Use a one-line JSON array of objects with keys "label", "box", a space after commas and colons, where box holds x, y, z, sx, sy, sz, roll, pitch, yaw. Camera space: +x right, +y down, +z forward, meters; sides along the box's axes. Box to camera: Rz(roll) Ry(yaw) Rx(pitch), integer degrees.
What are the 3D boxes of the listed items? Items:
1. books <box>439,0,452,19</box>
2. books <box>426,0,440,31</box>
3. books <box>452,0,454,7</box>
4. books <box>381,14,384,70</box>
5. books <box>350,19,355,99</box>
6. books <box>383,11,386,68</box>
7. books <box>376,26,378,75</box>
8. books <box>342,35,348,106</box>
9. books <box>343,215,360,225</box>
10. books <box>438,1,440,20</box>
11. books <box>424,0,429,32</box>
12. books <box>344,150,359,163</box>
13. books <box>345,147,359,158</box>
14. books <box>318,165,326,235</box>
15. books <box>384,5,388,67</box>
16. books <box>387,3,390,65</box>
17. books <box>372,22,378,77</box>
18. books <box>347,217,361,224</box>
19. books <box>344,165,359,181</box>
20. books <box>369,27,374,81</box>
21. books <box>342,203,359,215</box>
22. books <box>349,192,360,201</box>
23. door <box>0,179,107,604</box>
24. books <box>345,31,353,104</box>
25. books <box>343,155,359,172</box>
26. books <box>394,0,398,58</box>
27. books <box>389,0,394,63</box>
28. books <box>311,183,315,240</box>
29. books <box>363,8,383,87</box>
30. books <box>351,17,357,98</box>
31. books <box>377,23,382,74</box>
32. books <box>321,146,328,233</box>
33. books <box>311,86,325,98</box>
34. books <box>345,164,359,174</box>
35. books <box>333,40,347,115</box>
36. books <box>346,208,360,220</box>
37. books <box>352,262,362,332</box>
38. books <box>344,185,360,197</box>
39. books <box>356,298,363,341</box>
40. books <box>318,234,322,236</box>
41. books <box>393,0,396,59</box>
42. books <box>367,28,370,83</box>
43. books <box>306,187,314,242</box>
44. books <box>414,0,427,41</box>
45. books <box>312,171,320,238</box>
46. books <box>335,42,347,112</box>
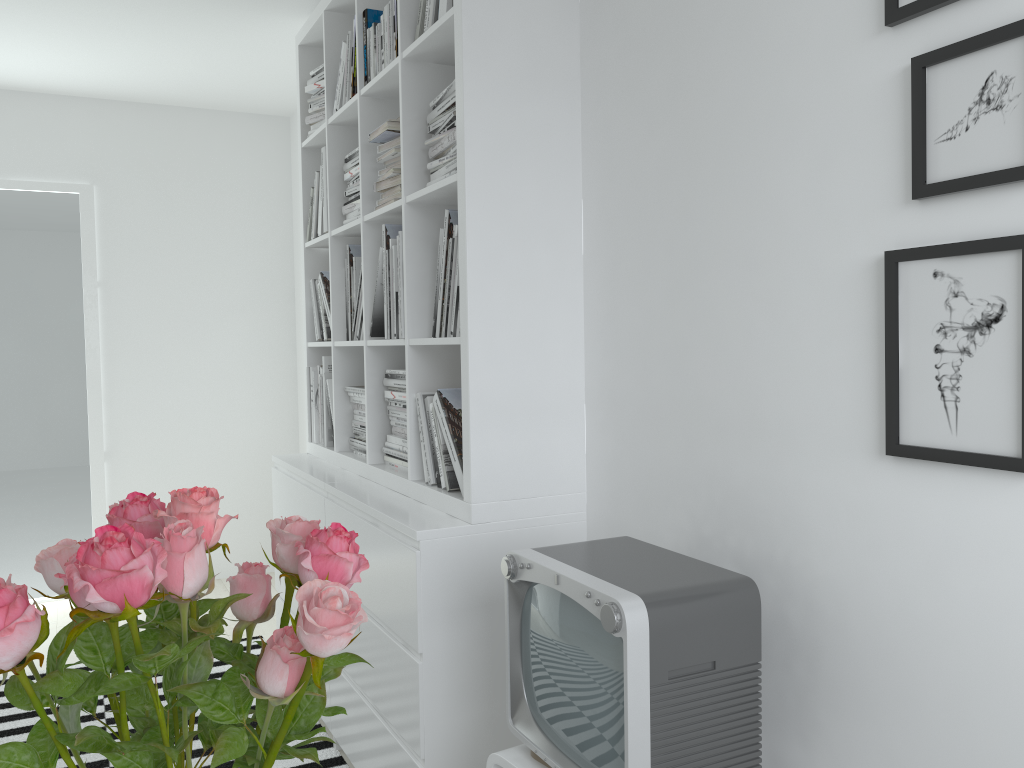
[{"label": "books", "box": [-0.081, -0.991, 2.161, 0.174, 0.242, 0.105, -2, 3, -26]}, {"label": "books", "box": [-0.122, -0.990, 2.233, 0.172, 0.235, 0.112, -2, 3, -26]}, {"label": "books", "box": [-0.055, -1.012, 2.086, 0.176, 0.290, 0.053, -2, 3, -26]}, {"label": "books", "box": [-0.322, -0.969, 2.561, 0.109, 0.171, 0.018, -2, 3, -26]}, {"label": "books", "box": [-0.429, -1.015, 2.821, 0.159, 0.248, 0.089, -2, 3, -26]}, {"label": "books", "box": [-0.306, -0.972, 2.548, 0.128, 0.178, 0.022, -2, 3, -26]}, {"label": "books", "box": [-0.342, -0.961, 2.593, 0.110, 0.153, 0.018, -2, 3, -26]}, {"label": "books", "box": [-0.463, -1.002, 2.877, 0.161, 0.218, 0.101, -2, 3, -26]}, {"label": "books", "box": [-0.419, -0.545, 2.928, 0.182, 0.016, 0.288, -3, 3, -31]}, {"label": "books", "box": [-0.093, -0.991, 2.199, 0.172, 0.239, 0.093, -2, 3, -26]}, {"label": "books", "box": [-0.143, -0.984, 2.292, 0.161, 0.218, 0.101, -2, 3, -26]}, {"label": "books", "box": [-0.432, -0.752, 2.909, 0.159, 0.012, 0.285, -2, 3, -26]}, {"label": "books", "box": [-0.436, -0.766, 2.924, 0.161, 0.012, 0.254, -2, 3, -26]}, {"label": "books", "box": [-0.600, -0.653, 3.179, 0.174, 0.242, 0.105, -2, 3, -26]}, {"label": "books", "box": [-0.293, -0.974, 2.525, 0.134, 0.184, 0.030, -2, 3, -26]}, {"label": "books", "box": [-0.288, -0.970, 2.499, 0.128, 0.178, 0.021, -2, 3, -26]}, {"label": "books", "box": [-0.350, -0.968, 2.610, 0.120, 0.167, 0.020, -2, 3, -26]}, {"label": "books", "box": [-0.430, -0.528, 2.917, 0.182, 0.016, 0.288, -2, 3, -26]}, {"label": "books", "box": [-0.430, -0.697, 2.919, 0.174, 0.021, 0.273, -2, 3, -26]}, {"label": "books", "box": [-0.367, -0.967, 2.631, 0.106, 0.162, 0.032, -2, 3, -26]}, {"label": "books", "box": [-0.422, -0.586, 2.923, 0.180, 0.028, 0.296, -3, 3, -31]}, {"label": "books", "box": [-0.411, -0.626, 2.934, 0.182, 0.016, 0.288, -2, 3, -26]}, {"label": "door", "box": [-2.625, 0.070, 3.959, 0.688, 2.055, 1.397, 0, 3, 22]}, {"label": "books", "box": [-0.450, -1.003, 2.845, 0.161, 0.222, 0.084, -2, 3, -26]}, {"label": "books", "box": [-0.425, -0.733, 2.917, 0.176, 0.025, 0.331, -2, 3, -26]}, {"label": "books", "box": [-0.251, -0.977, 2.433, 0.136, 0.196, 0.045, -2, 3, -26]}, {"label": "books", "box": [-0.280, -0.970, 2.479, 0.128, 0.179, 0.022, -2, 3, -26]}, {"label": "books", "box": [-0.662, -0.646, 3.311, 0.161, 0.218, 0.101, -2, 3, -26]}, {"label": "books", "box": [-0.379, -1.004, 2.690, 0.140, 0.231, 0.042, -2, 3, -26]}, {"label": "books", "box": [-0.411, -1.016, 2.781, 0.170, 0.251, 0.118, -2, 3, -26]}, {"label": "books", "box": [-0.335, -0.961, 2.575, 0.110, 0.153, 0.019, -2, 3, -26]}, {"label": "books", "box": [-0.574, -0.674, 3.105, 0.176, 0.290, 0.053, -2, 3, -26]}, {"label": "books", "box": [-0.618, -1.073, 3.256, 0.161, 0.013, 0.256, -3, 3, -31]}, {"label": "books", "box": [-0.430, -0.715, 2.929, 0.161, 0.013, 0.254, -3, 3, -31]}, {"label": "books", "box": [-0.492, -1.008, 2.976, 0.186, 0.226, 0.173, -2, 3, -26]}, {"label": "books", "box": [-0.424, -0.564, 2.927, 0.174, 0.021, 0.273, -2, 3, -26]}, {"label": "books", "box": [-0.441, -0.289, 2.966, 0.161, 0.226, 0.138, -2, 3, -26]}, {"label": "books", "box": [-0.428, -0.642, 2.935, 0.167, 0.017, 0.263, -3, 3, -31]}, {"label": "books", "box": [-0.418, -0.262, 2.945, 0.167, 0.236, 0.146, -2, 3, -26]}, {"label": "books", "box": [-0.612, -0.653, 3.218, 0.172, 0.239, 0.093, -2, 3, -26]}, {"label": "books", "box": [-0.265, -0.980, 2.463, 0.127, 0.200, 0.020, -2, 3, -26]}, {"label": "books", "box": [-0.378, -0.970, 2.653, 0.107, 0.167, 0.017, -2, 3, -26]}, {"label": "books", "box": [-0.688, -0.629, 3.353, 0.161, 0.210, 0.127, -2, 3, -26]}, {"label": "books", "box": [-0.169, -0.967, 2.334, 0.161, 0.210, 0.127, -2, 3, -26]}, {"label": "books", "box": [-0.641, -0.652, 3.252, 0.172, 0.235, 0.112, -2, 3, -26]}, {"label": "books", "box": [-0.484, -0.999, 2.939, 0.167, 0.210, 0.162, -2, 3, -26]}]
